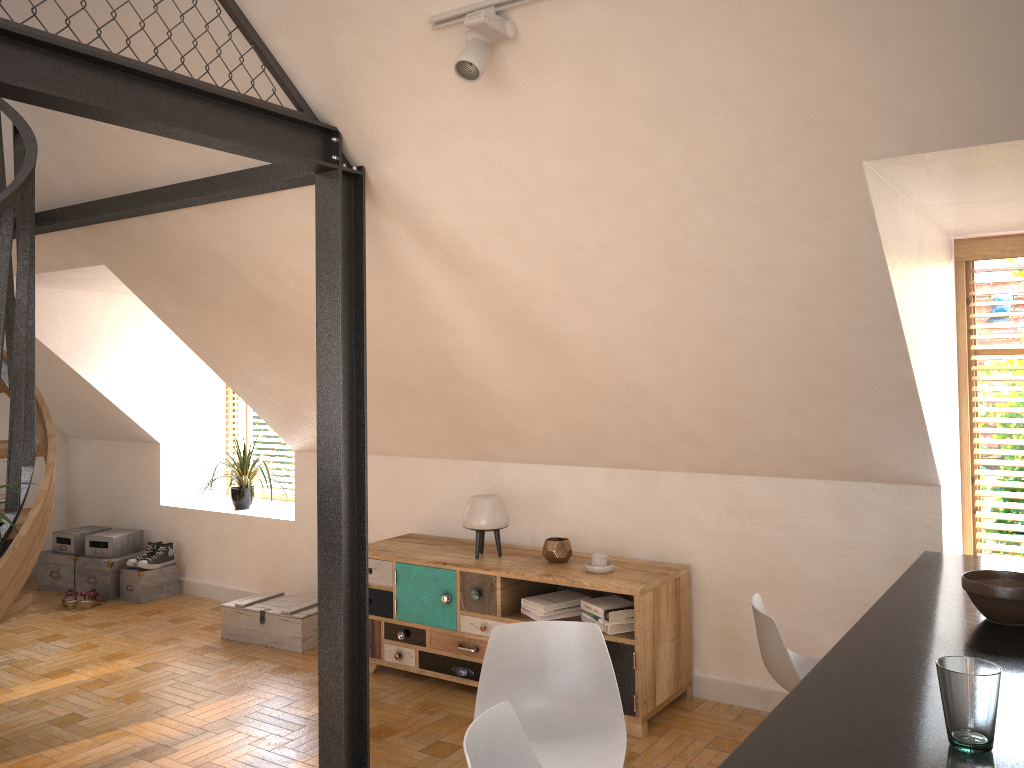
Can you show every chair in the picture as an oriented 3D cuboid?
[{"bbox_3d":[0.100,1.116,2.316,0.404,0.872,0.429,-1,-1,2],"label":"chair"},{"bbox_3d":[0.949,1.100,2.658,0.430,0.867,0.403,-1,-1,7],"label":"chair"},{"bbox_3d":[0.123,0.212,0.167,3.488,2.689,4.018,-1,0,34],"label":"chair"},{"bbox_3d":[0.129,1.122,1.734,0.429,0.867,0.403,-1,-1,14],"label":"chair"}]

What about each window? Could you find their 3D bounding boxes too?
[{"bbox_3d":[-1.469,-0.647,1.547,7.780,4.470,8.629,-1,0,34],"label":"window"}]

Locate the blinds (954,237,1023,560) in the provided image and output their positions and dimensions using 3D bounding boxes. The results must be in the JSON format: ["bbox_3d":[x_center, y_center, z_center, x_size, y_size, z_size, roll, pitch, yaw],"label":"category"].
[{"bbox_3d":[2.709,0.072,3.790,1.429,1.486,0.069,-1,-2,34],"label":"blinds"}]

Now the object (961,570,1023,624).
[{"bbox_3d":[1.288,0.560,2.309,0.206,0.106,0.206,-1,0,3],"label":"object"}]

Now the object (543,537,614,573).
[{"bbox_3d":[0.317,0.831,4.314,0.148,0.114,0.425,-1,0,-41],"label":"object"}]

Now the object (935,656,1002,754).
[{"bbox_3d":[0.797,0.560,1.543,0.103,0.141,0.103,-1,-1,24],"label":"object"}]

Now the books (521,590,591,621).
[{"bbox_3d":[0.213,1.071,4.281,0.306,0.073,0.211,-1,1,-32],"label":"books"}]

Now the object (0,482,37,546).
[{"bbox_3d":[-1.793,0.389,2.654,0.457,0.592,0.528,-1,-1,21],"label":"object"}]

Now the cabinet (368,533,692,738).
[{"bbox_3d":[-0.030,1.205,4.525,1.757,0.634,0.596,0,0,34],"label":"cabinet"}]

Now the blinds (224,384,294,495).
[{"bbox_3d":[-1.748,0.092,6.758,1.429,1.486,0.069,-1,-2,34],"label":"blinds"}]

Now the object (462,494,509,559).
[{"bbox_3d":[-0.134,0.734,4.572,0.240,0.313,0.240,-2,-1,44],"label":"object"}]

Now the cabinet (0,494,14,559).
[{"bbox_3d":[-4.057,1.202,6.412,0.379,0.696,0.833,-2,-1,34],"label":"cabinet"}]

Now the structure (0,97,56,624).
[{"bbox_3d":[-2.415,-0.308,2.893,1.627,3.822,2.247,0,-2,-41],"label":"structure"}]

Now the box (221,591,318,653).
[{"bbox_3d":[-1.396,1.420,5.344,0.641,0.218,0.376,0,0,29],"label":"box"}]

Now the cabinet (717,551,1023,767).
[{"bbox_3d":[1.239,0.971,1.905,0.999,1.137,2.436,-1,0,34],"label":"cabinet"}]

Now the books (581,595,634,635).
[{"bbox_3d":[0.460,1.056,4.064,0.221,0.101,0.278,-1,0,-20],"label":"books"}]

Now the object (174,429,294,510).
[{"bbox_3d":[-1.955,0.612,6.477,1.018,0.584,0.921,-1,0,-38],"label":"object"}]

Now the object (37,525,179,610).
[{"bbox_3d":[-3.072,1.323,6.486,1.154,0.429,0.696,0,0,34],"label":"object"}]
